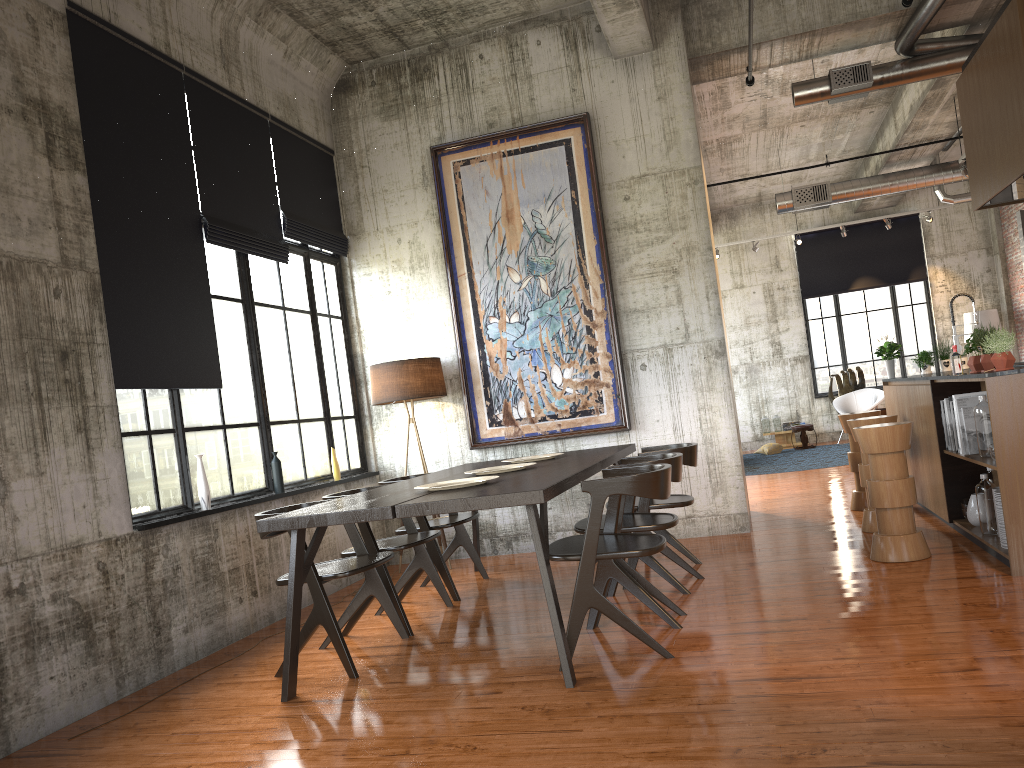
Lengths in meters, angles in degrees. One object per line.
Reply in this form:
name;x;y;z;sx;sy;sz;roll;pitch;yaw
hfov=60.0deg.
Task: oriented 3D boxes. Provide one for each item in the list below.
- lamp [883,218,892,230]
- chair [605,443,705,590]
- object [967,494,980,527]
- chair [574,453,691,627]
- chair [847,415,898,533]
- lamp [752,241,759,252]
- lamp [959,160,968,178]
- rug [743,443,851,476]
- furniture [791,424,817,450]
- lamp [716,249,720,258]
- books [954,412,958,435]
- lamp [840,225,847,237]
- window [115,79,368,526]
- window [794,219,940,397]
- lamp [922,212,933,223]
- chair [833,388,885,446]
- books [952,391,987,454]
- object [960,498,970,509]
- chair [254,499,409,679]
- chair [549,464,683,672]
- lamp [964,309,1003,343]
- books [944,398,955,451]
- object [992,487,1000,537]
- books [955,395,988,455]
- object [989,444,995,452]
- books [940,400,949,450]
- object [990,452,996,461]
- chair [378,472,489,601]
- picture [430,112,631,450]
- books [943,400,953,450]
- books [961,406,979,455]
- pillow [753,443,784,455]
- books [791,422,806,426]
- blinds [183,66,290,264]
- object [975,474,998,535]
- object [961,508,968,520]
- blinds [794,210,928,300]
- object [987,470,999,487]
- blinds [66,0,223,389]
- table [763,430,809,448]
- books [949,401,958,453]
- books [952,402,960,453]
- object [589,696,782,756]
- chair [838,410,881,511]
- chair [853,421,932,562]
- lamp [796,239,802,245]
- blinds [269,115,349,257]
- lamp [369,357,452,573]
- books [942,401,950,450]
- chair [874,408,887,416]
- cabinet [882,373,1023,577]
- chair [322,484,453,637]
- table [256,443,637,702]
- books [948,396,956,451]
lamp;7.367;-3.130;17.366;0.165;0.251;0.102;-7;-1;-30
chair;1.132;1.004;6.944;0.770;0.993;0.878;-8;-1;11
object;3.531;0.952;6.691;0.181;0.244;0.181;-7;-1;-27
chair;0.819;1.007;5.932;0.770;0.993;0.878;-8;-1;14
chair;3.162;0.768;7.630;0.409;0.962;0.411;-7;-1;-6
lamp;4.959;-2.783;18.047;0.183;0.240;0.102;-8;-1;10
lamp;5.640;-2.676;11.014;0.260;0.211;0.102;-6;-2;-45
rug;4.998;1.328;15.806;4.838;0.009;4.857;-6;-2;-29
furniture;5.812;1.049;17.653;0.431;0.477;0.433;-7;-1;-30
lamp;4.227;-2.674;18.278;0.102;0.228;0.198;-8;-1;25
books;3.490;0.305;6.647;0.284;0.400;0.036;-8;0;15
lamp;6.575;-3.017;17.577;0.102;0.251;0.165;-8;-1;40
window;-2.225;-0.730;7.517;0.050;3.434;3.810;-8;-1;15
window;7.426;-1.555;18.581;2.582;3.434;0.050;-8;0;15
lamp;8.096;-3.226;17.221;0.102;0.215;0.226;-7;-1;-34
chair;6.784;0.624;17.230;0.805;1.030;1.060;-7;-1;-36
books;3.468;0.285;6.603;0.284;0.443;0.059;-8;0;15
object;3.635;0.963;6.936;0.216;0.128;0.217;-8;-2;10
chair;-1.146;1.254;5.612;0.770;0.993;0.878;-8;-1;14
chair;0.587;1.004;5.062;0.770;0.993;0.878;-8;-1;15
lamp;9.341;-0.314;17.401;0.695;2.242;0.705;-8;-1;37
books;3.554;0.299;6.888;0.294;0.414;0.101;-8;0;15
object;3.484;0.890;6.174;0.208;0.341;0.209;-7;-1;-26
books;3.457;0.297;6.524;0.294;0.414;0.101;-8;0;15
object;3.218;0.434;5.809;0.155;0.091;0.156;-8;-2;10
books;3.584;0.310;7.050;0.284;0.396;0.036;-8;0;15
object;3.223;0.472;5.809;0.155;0.075;0.155;-8;-2;3
chair;-0.660;1.261;7.467;0.770;0.993;0.878;-8;-1;15
picture;0.162;-0.982;8.808;1.657;3.119;0.142;-8;0;15
books;3.578;0.306;6.974;0.284;0.400;0.036;-8;0;15
books;3.451;0.331;6.485;0.246;0.347;0.085;-8;0;15
pillow;5.090;1.284;17.453;0.503;0.247;0.482;-7;-2;-19
books;5.755;0.804;17.690;0.300;0.043;0.229;-7;-2;-11
blinds;-2.279;-1.784;7.461;0.052;1.397;1.254;-8;-1;15
object;3.410;0.860;6.353;0.137;0.432;0.137;-8;-1;26
object;3.642;1.017;6.937;0.216;0.105;0.216;-8;-2;25
blinds;7.230;-2.669;18.420;2.446;1.463;0.150;-8;0;15
object;3.672;0.845;6.751;0.137;0.422;0.137;-8;-1;26
blinds;-2.546;-1.221;6.258;0.034;2.533;1.214;-8;-1;15
table;5.744;1.159;18.623;0.876;0.359;0.475;-8;-2;15
books;3.497;0.309;6.723;0.284;0.396;0.036;-8;0;15
books;3.497;0.310;6.683;0.284;0.392;0.036;-8;0;15
object;3.368;0.963;8.866;8.778;0.657;20.822;-8;-2;15
chair;3.556;0.765;8.917;0.409;0.962;0.411;-7;-1;-6
chair;2.756;0.775;6.433;0.409;0.962;0.411;-7;-1;-6
lamp;5.771;-2.897;17.849;0.102;0.211;0.260;-8;-1;10
blinds;-1.964;-1.907;8.709;0.052;1.141;1.295;-8;-1;15
lamp;-0.932;0.804;8.802;0.754;2.055;0.751;-8;-1;27
books;3.584;0.311;7.011;0.284;0.392;0.036;-8;0;15
chair;5.943;0.720;13.643;0.876;0.793;1.042;-8;-2;16
cabinet;4.155;0.500;7.398;1.246;1.243;4.358;-8;-2;15
chair;-0.914;1.257;6.482;0.770;0.993;0.878;-8;-1;15
table;-0.075;1.135;6.374;1.640;1.005;3.701;-8;-2;15
books;3.516;0.292;6.764;0.284;0.428;0.050;-8;0;15
